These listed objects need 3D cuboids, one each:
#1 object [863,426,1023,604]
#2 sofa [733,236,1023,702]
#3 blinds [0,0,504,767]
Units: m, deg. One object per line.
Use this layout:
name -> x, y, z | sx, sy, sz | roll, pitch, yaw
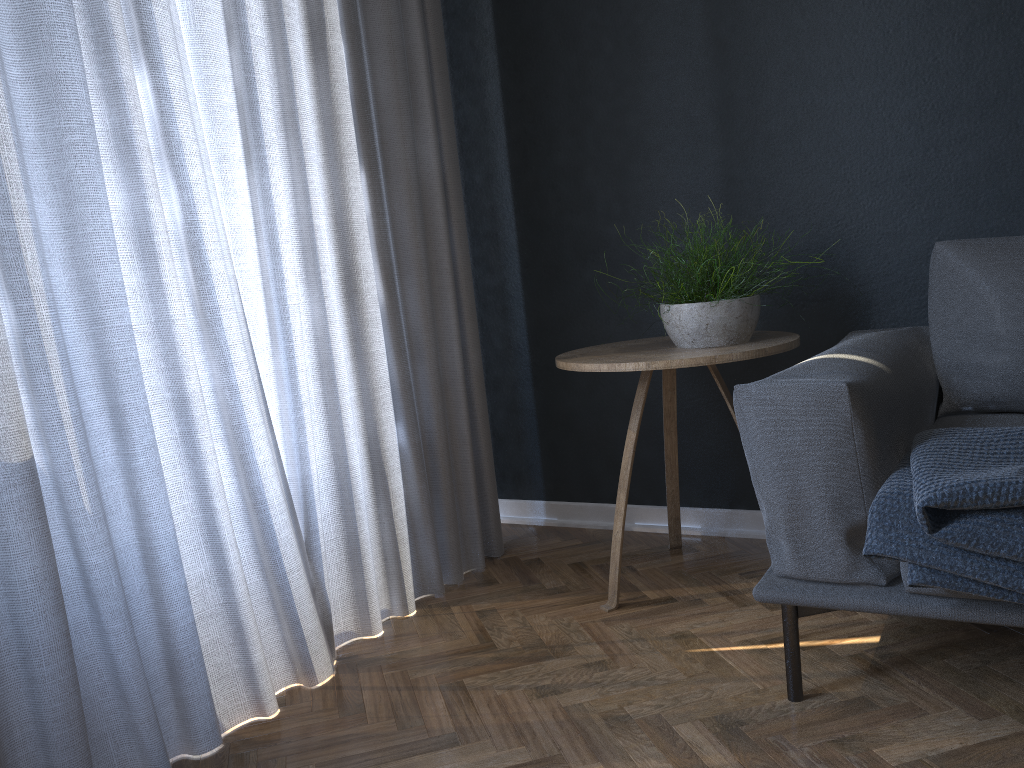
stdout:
object -> 0.966, 0.178, 1.427 | 0.666, 0.330, 0.489 | -1, 9, 36
sofa -> 1.612, 0.088, 1.384 | 2.340, 0.800, 0.968 | -2, 9, 31
blinds -> -1.190, -0.567, 0.967 | 0.312, 2.795, 3.983 | -1, 9, 31
